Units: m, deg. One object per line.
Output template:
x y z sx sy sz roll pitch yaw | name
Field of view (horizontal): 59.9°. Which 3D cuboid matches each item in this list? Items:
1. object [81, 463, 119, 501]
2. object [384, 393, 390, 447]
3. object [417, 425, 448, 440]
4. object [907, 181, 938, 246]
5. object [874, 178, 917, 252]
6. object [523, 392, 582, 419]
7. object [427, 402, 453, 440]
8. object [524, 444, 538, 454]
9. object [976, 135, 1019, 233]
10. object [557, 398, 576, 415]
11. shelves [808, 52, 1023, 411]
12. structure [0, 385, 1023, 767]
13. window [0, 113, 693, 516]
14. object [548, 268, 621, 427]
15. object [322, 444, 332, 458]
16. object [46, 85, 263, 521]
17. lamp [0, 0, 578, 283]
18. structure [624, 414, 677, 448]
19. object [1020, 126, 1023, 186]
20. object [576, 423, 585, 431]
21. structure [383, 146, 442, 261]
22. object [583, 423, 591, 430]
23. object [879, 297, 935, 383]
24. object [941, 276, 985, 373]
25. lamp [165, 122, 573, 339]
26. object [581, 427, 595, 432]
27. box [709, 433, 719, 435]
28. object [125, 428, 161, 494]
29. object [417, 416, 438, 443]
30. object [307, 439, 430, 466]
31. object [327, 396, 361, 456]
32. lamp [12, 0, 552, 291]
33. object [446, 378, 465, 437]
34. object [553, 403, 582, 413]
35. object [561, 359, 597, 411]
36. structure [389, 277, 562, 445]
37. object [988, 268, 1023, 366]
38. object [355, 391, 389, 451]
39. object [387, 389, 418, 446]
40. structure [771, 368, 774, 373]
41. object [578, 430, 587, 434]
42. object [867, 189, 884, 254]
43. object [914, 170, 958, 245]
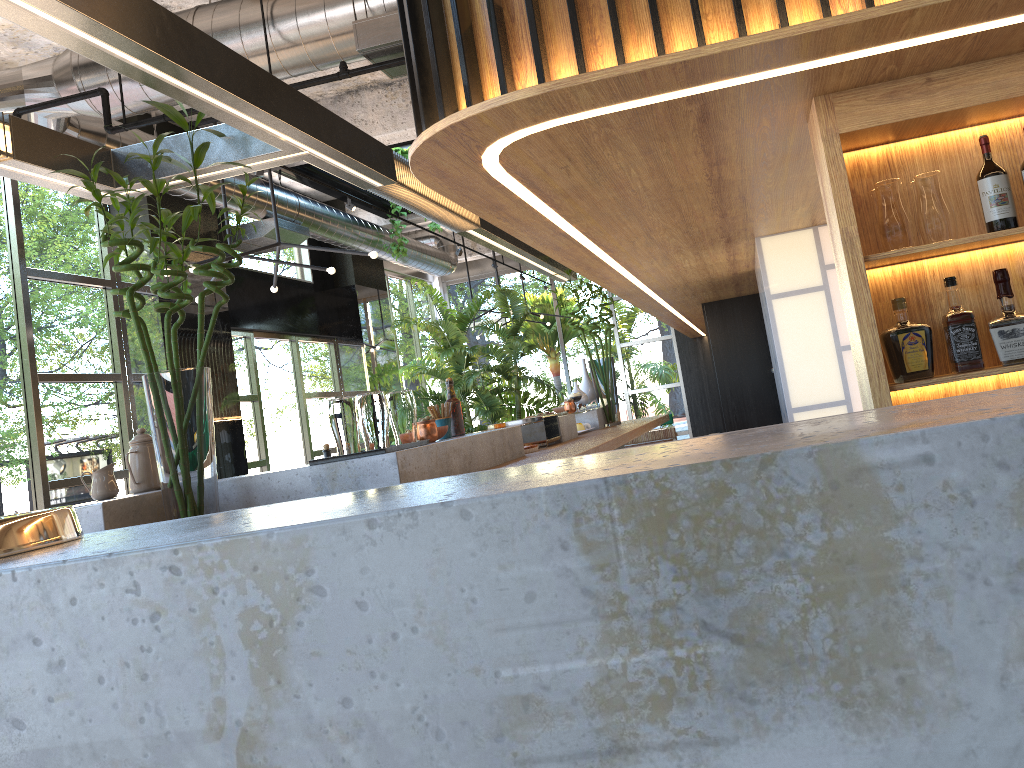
-1.419 0.341 3.076 0.096 0.120 0.089 -11 -5 21 | object
-0.480 0.141 3.121 0.111 0.210 0.099 -5 -7 -42 | object
-0.368 0.210 3.717 0.185 0.073 0.235 -11 -3 33 | object
1.258 -0.515 2.691 0.111 0.210 0.099 -5 -7 -42 | object
1.124 -0.495 2.610 0.111 0.210 0.099 -5 -7 -42 | object
0.269 0.153 5.980 0.204 0.135 0.824 -11 -2 21 | object
-0.315 0.166 3.974 0.108 0.162 0.102 -5 -6 -43 | object
-0.007 0.357 4.664 0.283 0.037 0.314 -11 -3 41 | object
1.417 -0.587 2.613 0.090 0.300 0.082 -6 -6 -29 | object
0.374 0.158 6.223 0.161 0.107 0.085 -7 -4 -32 | object
1.607 0.054 2.560 1.091 2.065 0.284 -10 -6 10 | shelves
1.354 0.308 3.921 5.733 1.738 7.241 -10 -2 13 | structure
-2.130 -1.474 5.590 4.057 6.522 20.698 -10 -2 15 | window
0.610 -0.440 6.833 0.614 1.556 0.637 -5 -6 -39 | object
-0.652 0.327 3.362 0.067 0.216 0.171 -13 -6 38 | object
-1.098 -0.294 2.908 0.655 1.556 0.599 -11 -5 18 | object
0.639 -2.114 4.376 4.921 2.142 6.798 -10 -2 8 | lamp
-0.681 0.788 5.174 5.910 1.556 20.445 -10 -2 15 | structure
1.524 -0.606 2.570 0.090 0.299 0.082 -6 -6 -29 | object
0.461 0.318 6.387 0.133 0.068 0.135 -10 -3 13 | object
-0.643 -2.389 10.814 2.056 1.523 1.483 -12 -5 42 | structure
0.510 0.317 6.462 0.138 0.057 0.068 -11 -4 29 | object
1.171 -0.133 2.637 0.152 0.249 0.093 -9 -5 0 | object
1.316 -0.176 2.615 0.082 0.283 0.084 -10 -5 12 | object
-0.849 -1.969 5.642 4.984 1.831 19.214 -10 -2 15 | lamp
0.464 0.346 6.396 0.240 0.017 0.247 -10 -2 11 | object
3.236 1.006 14.055 0.331 0.444 0.279 -9 -5 1 | box
-1.354 0.279 3.274 0.122 0.235 0.207 -7 -4 -18 | object
-0.369 0.186 3.505 0.161 0.107 0.085 -7 -4 -32 | object
-0.491 0.239 3.121 0.267 0.019 0.445 -10 -2 14 | object
-0.566 0.152 3.024 0.110 0.210 0.100 -6 -6 -33 | object
-0.678 -2.003 10.041 3.722 1.538 10.175 -10 -2 12 | lamp
-0.275 0.107 4.144 0.079 0.278 0.071 -4 -7 -41 | object
0.418 0.181 6.595 0.185 0.073 0.235 -11 -3 33 | object
0.522 0.009 6.837 0.331 0.399 0.304 -7 -5 -29 | object
-0.489 0.100 12.112 2.447 3.451 2.642 -9 -4 -2 | structure
1.445 -0.197 2.579 0.118 0.281 0.128 -11 -6 26 | object
-0.466 0.134 2.996 0.110 0.210 0.100 -6 -6 -33 | object
-0.396 0.131 3.238 0.110 0.210 0.100 -6 -6 -33 | object
2.678 0.292 7.910 0.539 1.601 0.852 -10 -5 14 | structure
0.390 0.349 6.141 0.239 0.017 0.248 -10 -2 13 | object
1.148 -0.496 2.722 0.111 0.210 0.099 -5 -7 -42 | object
1.237 -0.515 2.601 0.111 0.210 0.099 -5 -7 -42 | object
